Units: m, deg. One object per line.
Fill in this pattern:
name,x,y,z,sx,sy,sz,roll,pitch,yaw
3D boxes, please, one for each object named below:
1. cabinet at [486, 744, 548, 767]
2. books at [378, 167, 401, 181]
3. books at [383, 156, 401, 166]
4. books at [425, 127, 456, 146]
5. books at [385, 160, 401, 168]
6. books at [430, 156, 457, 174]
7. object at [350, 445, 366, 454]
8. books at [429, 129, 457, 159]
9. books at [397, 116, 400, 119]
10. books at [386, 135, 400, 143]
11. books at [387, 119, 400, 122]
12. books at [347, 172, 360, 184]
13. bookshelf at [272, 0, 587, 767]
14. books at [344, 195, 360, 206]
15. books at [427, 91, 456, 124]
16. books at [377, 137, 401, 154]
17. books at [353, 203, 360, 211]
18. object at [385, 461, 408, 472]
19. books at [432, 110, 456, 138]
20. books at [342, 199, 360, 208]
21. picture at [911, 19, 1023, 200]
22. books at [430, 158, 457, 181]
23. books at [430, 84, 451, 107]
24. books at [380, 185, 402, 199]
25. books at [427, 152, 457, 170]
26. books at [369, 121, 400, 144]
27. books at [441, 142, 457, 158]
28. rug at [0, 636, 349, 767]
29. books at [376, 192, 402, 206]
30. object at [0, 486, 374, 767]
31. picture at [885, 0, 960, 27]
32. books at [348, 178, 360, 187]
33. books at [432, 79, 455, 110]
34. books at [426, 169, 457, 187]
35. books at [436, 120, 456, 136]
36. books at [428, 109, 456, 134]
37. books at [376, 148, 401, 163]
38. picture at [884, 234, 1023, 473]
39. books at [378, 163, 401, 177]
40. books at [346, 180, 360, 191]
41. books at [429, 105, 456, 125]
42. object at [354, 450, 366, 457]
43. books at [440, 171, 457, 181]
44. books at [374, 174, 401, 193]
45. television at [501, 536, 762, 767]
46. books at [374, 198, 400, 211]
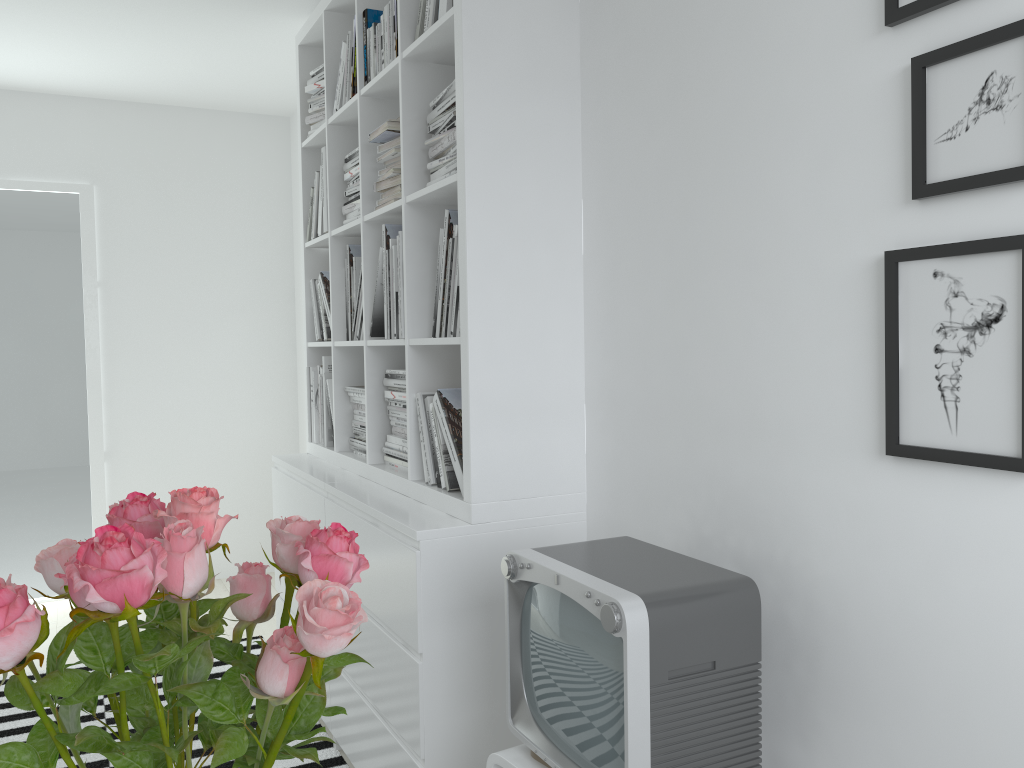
cabinet,0.225,0.921,1.588,0.350,0.477,0.467,-3,3,-32
books,-0.229,-0.599,2.587,0.288,0.016,0.182,-2,3,-21
books,-0.228,-0.647,2.610,0.254,0.012,0.161,-3,3,-36
books,-0.093,-0.626,2.241,0.161,0.012,0.254,-3,3,-31
books,-0.218,-0.632,2.606,0.263,0.017,0.167,-3,3,-31
books,-0.087,-0.556,2.250,0.161,0.013,0.254,-2,3,-26
object,-0.426,0.220,2.974,0.159,0.012,0.285,-2,3,-26
books,-0.083,-0.606,2.236,0.180,0.028,0.296,-2,3,-21
books,-0.226,-0.756,2.606,0.254,0.012,0.161,-2,3,-26
books,-0.222,-0.705,2.603,0.254,0.013,0.161,-3,3,-31
books,-0.241,-0.743,2.603,0.285,0.012,0.159,-2,3,-21
books,-0.440,-0.681,2.932,0.161,0.013,0.256,-2,3,-21
bookshelf,-0.377,-0.094,2.759,0.440,2.416,1.595,-2,3,-26
books,-0.395,-0.609,2.944,0.251,0.012,0.312,-2,3,-26
books,-0.085,-0.698,2.232,0.176,0.025,0.331,-2,3,-21
books,-0.233,-0.688,2.605,0.273,0.021,0.174,-3,3,-36
books,-0.402,-0.581,2.939,0.232,0.014,0.314,-2,3,-27
object,-0.216,0.242,2.637,0.232,0.014,0.314,-2,3,-27
books,-0.099,-0.651,2.249,0.161,0.013,0.256,-2,3,-16
books,-0.404,-0.596,2.944,0.232,0.014,0.308,-2,3,-29
picture,0.624,-0.363,1.191,0.018,0.202,0.196,-2,3,-26
books,-0.084,-0.538,2.242,0.174,0.021,0.273,-2,3,-21
books,-0.096,-0.731,2.240,0.161,0.012,0.254,-2,3,-21
books,-0.229,-0.552,2.607,0.273,0.021,0.174,-2,3,-26
books,-0.070,-0.570,2.249,0.182,0.016,0.288,-3,3,-31
books,-0.234,-0.723,2.596,0.331,0.025,0.176,-2,3,-26
books,-0.067,-0.585,2.239,0.182,0.016,0.288,-2,3,-16
rug,-0.930,1.187,1.436,1.846,0.004,4.362,-2,3,-26
books,-0.228,-0.533,2.603,0.288,0.016,0.182,-3,3,-31
object,-0.298,0.390,0.808,0.350,0.599,0.327,-1,3,-6
picture,0.597,-0.650,1.221,0.018,0.248,0.196,-2,3,-26
books,-0.423,-0.669,2.917,0.159,0.012,0.285,-2,3,-26
books,-0.093,-0.717,2.225,0.159,0.012,0.285,-2,3,-16
books,-0.079,-0.519,2.243,0.182,0.016,0.288,-2,3,-26
books,-0.083,-0.638,2.232,0.159,0.012,0.285,-2,3,-21
books,-0.088,-0.666,2.248,0.167,0.017,0.263,-2,3,-26
books,-0.236,-0.659,2.599,0.285,0.012,0.159,-2,3,-26
picture,0.617,-0.042,1.230,0.019,0.306,0.232,-2,3,-26
books,-0.220,-0.615,2.590,0.288,0.016,0.182,-3,3,-36
books,-0.433,-0.657,2.925,0.161,0.012,0.254,-2,3,-26
books,-0.089,-0.680,2.245,0.161,0.013,0.254,-2,3,-26
object,-0.415,0.234,2.962,0.161,0.012,0.254,-2,3,-26
books,-0.091,-0.503,2.232,0.182,0.016,0.288,-2,3,-21
books,-0.232,-0.577,2.603,0.296,0.028,0.180,-3,3,-36
television,0.188,0.498,1.549,0.273,0.374,0.414,-2,3,-26
books,-0.240,-0.518,2.615,0.288,0.016,0.182,-2,3,-26
